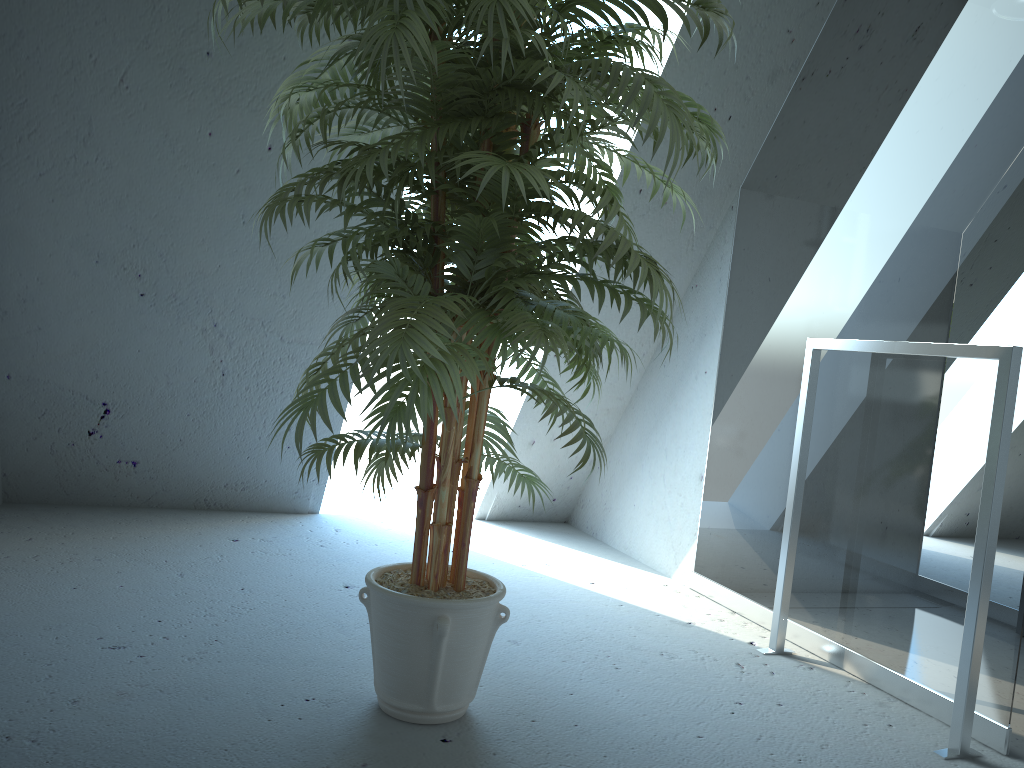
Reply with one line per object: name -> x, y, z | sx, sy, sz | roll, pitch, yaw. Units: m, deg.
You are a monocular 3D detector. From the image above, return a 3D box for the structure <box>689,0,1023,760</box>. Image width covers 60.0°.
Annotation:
structure -> 1.446, -0.246, 2.288 | 1.184, 2.114, 1.835 | 6, 2, -21

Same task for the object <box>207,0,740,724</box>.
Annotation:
object -> -0.072, -0.357, 1.775 | 1.020, 2.034, 0.980 | 7, 2, 27

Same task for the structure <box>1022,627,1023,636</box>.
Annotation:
structure -> 1.584, -0.176, 2.672 | 0.612, 1.978, 0.250 | 6, 2, -21
